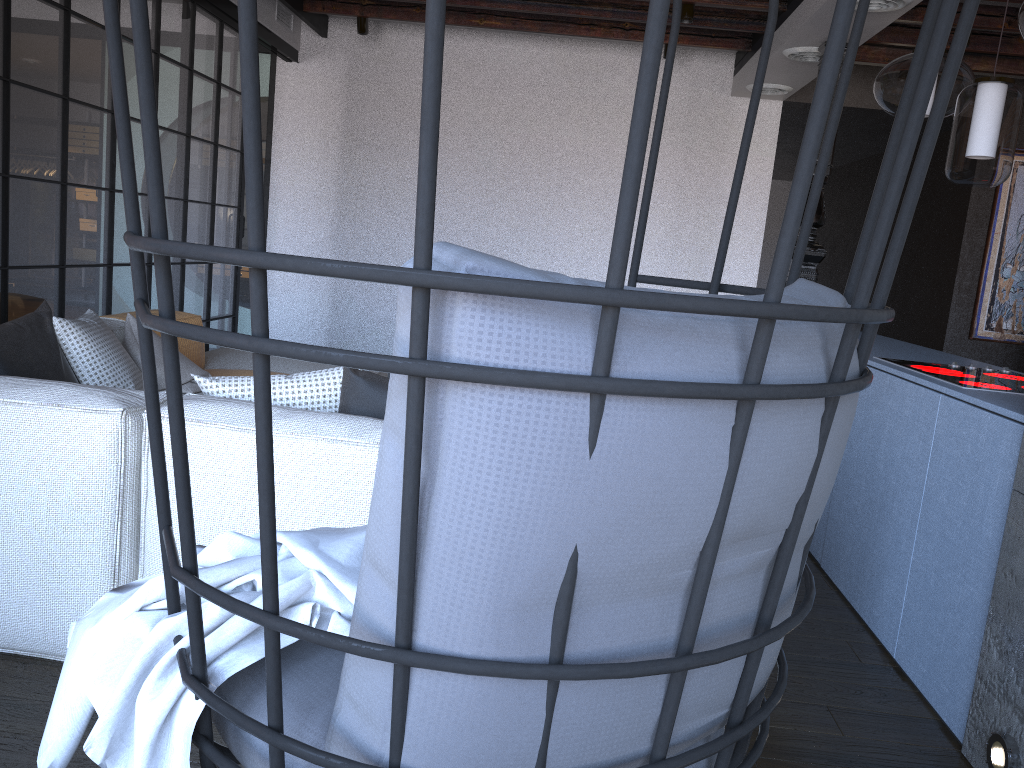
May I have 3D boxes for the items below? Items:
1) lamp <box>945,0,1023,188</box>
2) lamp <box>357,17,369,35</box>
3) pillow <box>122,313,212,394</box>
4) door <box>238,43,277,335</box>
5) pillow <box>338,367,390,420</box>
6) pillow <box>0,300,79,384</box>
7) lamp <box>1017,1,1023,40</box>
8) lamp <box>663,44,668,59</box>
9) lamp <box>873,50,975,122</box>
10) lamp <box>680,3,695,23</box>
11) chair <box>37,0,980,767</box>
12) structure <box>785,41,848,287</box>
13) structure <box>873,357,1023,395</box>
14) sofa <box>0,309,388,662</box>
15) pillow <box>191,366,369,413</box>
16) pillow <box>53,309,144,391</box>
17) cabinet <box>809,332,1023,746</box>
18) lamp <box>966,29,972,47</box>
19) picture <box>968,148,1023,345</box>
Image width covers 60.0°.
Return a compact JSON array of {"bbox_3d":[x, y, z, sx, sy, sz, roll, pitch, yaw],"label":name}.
[{"bbox_3d":[1.576,-1.123,2.853,0.194,0.956,0.197,12,11,32],"label":"lamp"},{"bbox_3d":[-1.074,-2.611,6.356,0.093,0.210,0.145,6,9,-2],"label":"lamp"},{"bbox_3d":[-1.385,-0.099,3.564,0.358,0.314,0.484,-3,12,-44],"label":"pillow"},{"bbox_3d":[-3.957,-1.630,7.270,4.185,2.595,0.138,6,9,3],"label":"door"},{"bbox_3d":[-0.280,0.132,2.441,0.538,0.417,0.238,5,9,-7],"label":"pillow"},{"bbox_3d":[-1.548,-0.053,2.866,0.263,0.401,0.509,5,9,-3],"label":"pillow"},{"bbox_3d":[1.534,-1.142,2.262,0.367,0.748,0.367,0,11,-33],"label":"lamp"},{"bbox_3d":[1.100,-2.386,6.240,0.082,0.184,0.119,-3,13,-45],"label":"lamp"},{"bbox_3d":[1.616,-1.352,3.408,0.364,0.665,0.364,4,9,-14],"label":"lamp"},{"bbox_3d":[1.030,-2.242,5.257,0.082,0.184,0.116,-1,11,-36],"label":"lamp"},{"bbox_3d":[0.086,-0.631,0.780,0.802,2.222,0.682,-2,12,-41],"label":"chair"},{"bbox_3d":[-2.161,-0.928,4.013,8.515,2.396,0.481,3,9,-16],"label":"structure"},{"bbox_3d":[1.555,-0.006,2.884,0.504,0.057,0.763,6,9,3],"label":"structure"},{"bbox_3d":[-0.675,0.161,3.674,2.536,0.698,3.297,6,9,2],"label":"sofa"},{"bbox_3d":[-0.615,0.105,2.485,0.543,0.402,0.250,3,9,-15],"label":"pillow"},{"bbox_3d":[-1.474,-0.081,3.200,0.293,0.355,0.495,4,9,-11],"label":"pillow"},{"bbox_3d":[1.547,0.312,3.542,0.607,0.845,2.957,6,9,3],"label":"cabinet"},{"bbox_3d":[2.619,-2.068,5.172,0.121,0.184,0.082,5,9,-5],"label":"lamp"},{"bbox_3d":[4.031,-1.030,6.799,0.780,1.471,0.067,6,9,3],"label":"picture"}]
